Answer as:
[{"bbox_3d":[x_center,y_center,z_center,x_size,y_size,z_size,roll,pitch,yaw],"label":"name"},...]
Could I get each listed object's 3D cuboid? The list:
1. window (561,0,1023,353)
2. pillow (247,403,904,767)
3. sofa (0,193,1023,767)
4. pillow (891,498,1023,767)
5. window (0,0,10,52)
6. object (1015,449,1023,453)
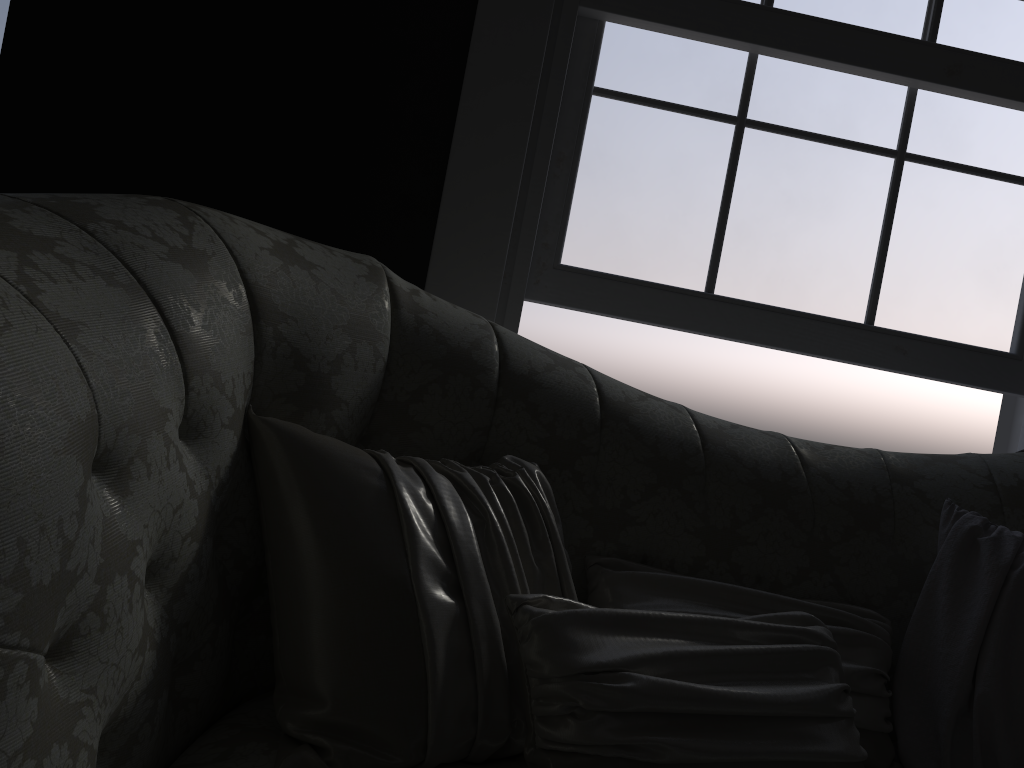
[{"bbox_3d":[0.863,-0.984,2.256,1.263,1.671,0.056,11,0,-4],"label":"window"},{"bbox_3d":[0.135,0.332,1.282,1.105,0.416,0.529,11,-1,-4],"label":"pillow"},{"bbox_3d":[0.587,0.509,1.382,2.813,1.160,1.606,11,-1,-3],"label":"sofa"},{"bbox_3d":[1.118,0.497,1.368,0.963,0.461,0.405,11,-1,4],"label":"pillow"},{"bbox_3d":[-1.628,-1.197,2.508,0.740,1.456,0.112,11,0,-4],"label":"window"},{"bbox_3d":[1.577,0.405,1.545,0.518,0.585,1.364,11,-1,-44],"label":"object"}]
